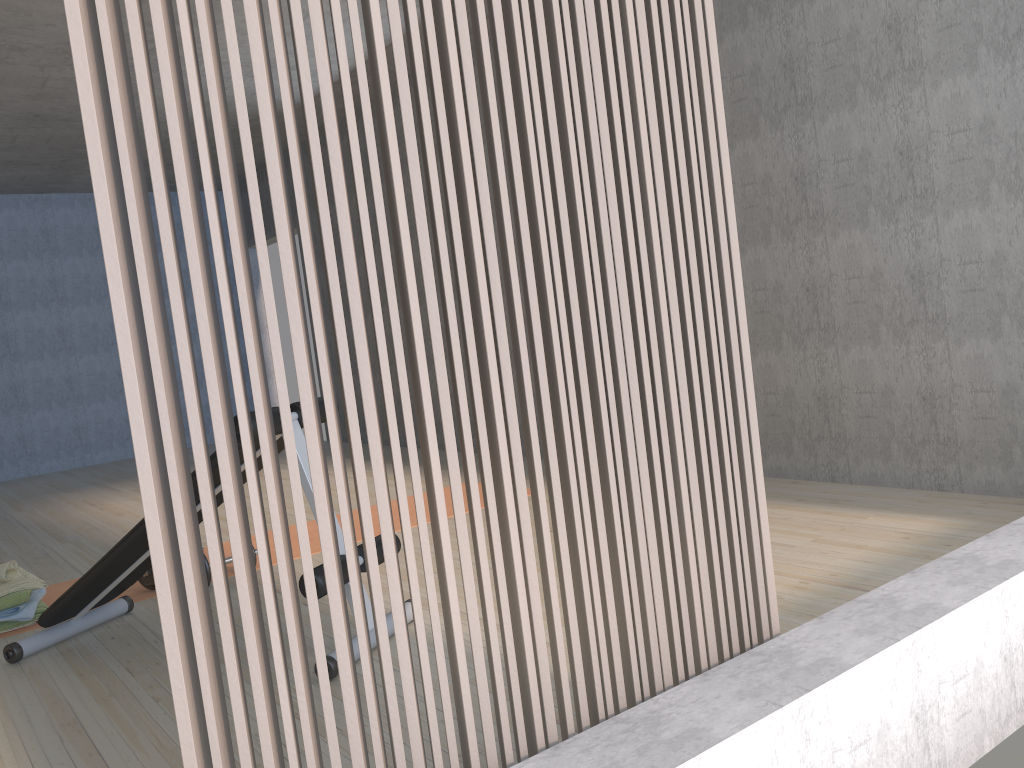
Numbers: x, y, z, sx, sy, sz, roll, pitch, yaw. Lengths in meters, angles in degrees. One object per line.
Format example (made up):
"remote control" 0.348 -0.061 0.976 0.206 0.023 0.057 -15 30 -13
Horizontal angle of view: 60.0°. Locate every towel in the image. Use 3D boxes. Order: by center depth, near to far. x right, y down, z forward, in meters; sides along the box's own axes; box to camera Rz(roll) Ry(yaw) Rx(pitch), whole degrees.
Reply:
"towel" -2.027 0.830 3.357 0.376 0.085 0.371 -10 5 -31
"towel" -2.027 0.774 3.380 0.373 0.123 0.384 -4 5 38
"towel" -2.008 0.863 3.381 0.383 0.078 0.383 -9 4 -19
"towel" -2.020 0.912 3.404 0.376 0.044 0.371 -10 5 -37
"towel" -2.003 0.886 3.407 0.380 0.081 0.367 -10 5 -38

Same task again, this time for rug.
"rug" -1.149 0.770 4.190 2.779 0.002 0.716 -10 5 -36

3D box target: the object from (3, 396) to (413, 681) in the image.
"object" -1.026 0.468 2.862 1.312 0.746 0.505 -5 4 24

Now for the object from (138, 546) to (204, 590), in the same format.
"object" -1.439 0.745 3.713 0.176 0.176 0.385 -5 4 26

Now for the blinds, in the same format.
"blinds" -0.070 -0.554 1.339 1.133 2.744 0.069 -10 5 -36

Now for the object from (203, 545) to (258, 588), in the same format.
"object" -1.187 0.729 3.625 0.385 0.176 0.176 -11 5 -44
